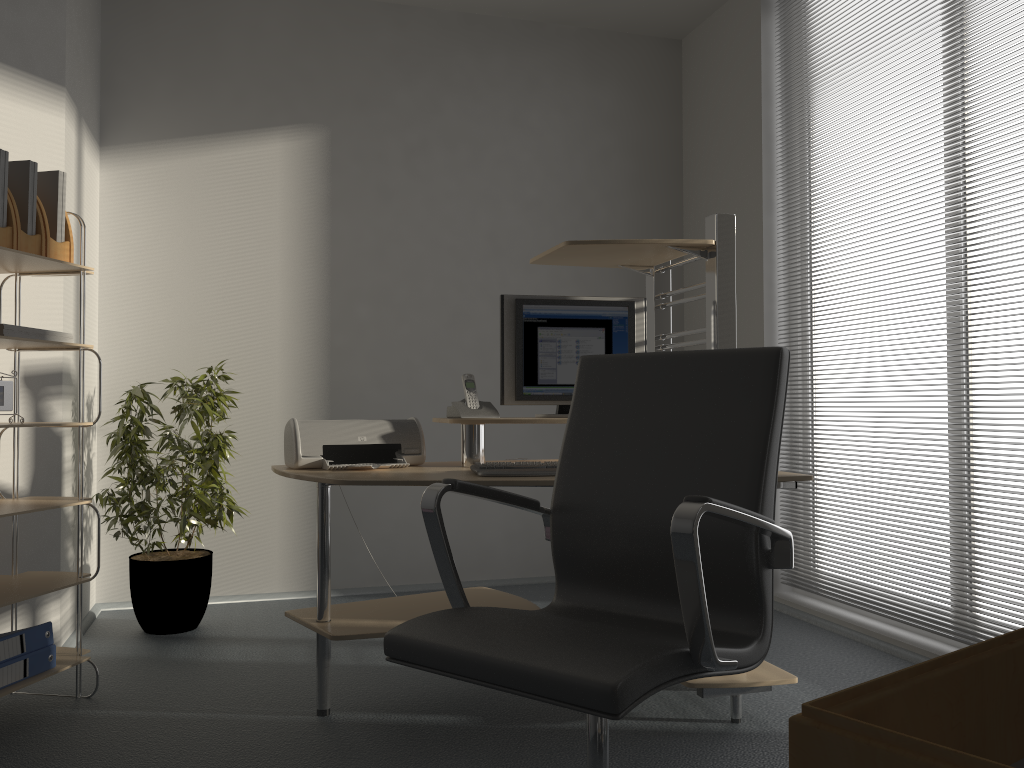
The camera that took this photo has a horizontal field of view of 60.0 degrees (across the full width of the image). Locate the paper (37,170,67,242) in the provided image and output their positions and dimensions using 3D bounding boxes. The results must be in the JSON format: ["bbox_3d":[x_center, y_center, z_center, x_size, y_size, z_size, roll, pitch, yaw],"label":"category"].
[{"bbox_3d":[-1.524,-0.523,2.824,0.213,0.297,0.045,-1,-1,14],"label":"paper"}]

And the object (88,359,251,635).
[{"bbox_3d":[-1.404,0.464,3.741,0.544,1.147,0.644,0,-1,12],"label":"object"}]

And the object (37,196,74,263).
[{"bbox_3d":[-1.527,-0.504,2.803,0.243,0.259,0.113,-1,-1,14],"label":"object"}]

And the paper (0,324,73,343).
[{"bbox_3d":[-1.533,-0.146,2.706,0.213,0.046,0.297,0,-1,11],"label":"paper"}]

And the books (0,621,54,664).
[{"bbox_3d":[-1.560,0.772,2.578,0.263,0.100,0.320,0,-1,12],"label":"books"}]

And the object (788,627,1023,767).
[{"bbox_3d":[0.258,0.115,0.187,0.225,0.060,0.309,1,-2,-37],"label":"object"}]

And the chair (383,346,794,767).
[{"bbox_3d":[0.166,0.448,1.658,0.584,1.048,0.652,-1,-2,39],"label":"chair"}]

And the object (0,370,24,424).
[{"bbox_3d":[-1.543,0.037,2.598,0.077,0.161,0.192,-1,-2,29],"label":"object"}]

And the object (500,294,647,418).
[{"bbox_3d":[0.214,-0.092,3.120,0.516,0.418,0.245,0,-1,-2],"label":"object"}]

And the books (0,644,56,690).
[{"bbox_3d":[-1.550,0.827,2.575,0.262,0.072,0.320,0,-1,12],"label":"books"}]

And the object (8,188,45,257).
[{"bbox_3d":[-1.556,-0.507,2.682,0.243,0.259,0.113,0,-1,11],"label":"object"}]

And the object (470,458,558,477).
[{"bbox_3d":[0.077,0.282,2.894,0.478,0.082,0.814,0,-1,-9],"label":"object"}]

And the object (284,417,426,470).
[{"bbox_3d":[-0.489,0.190,2.875,0.438,0.162,0.351,1,-2,-25],"label":"object"}]

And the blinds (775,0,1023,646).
[{"bbox_3d":[1.546,-0.467,3.253,0.037,2.749,1.950,0,-2,-16],"label":"blinds"}]

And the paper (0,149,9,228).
[{"bbox_3d":[-1.576,-0.529,2.581,0.213,0.297,0.045,0,-1,9],"label":"paper"}]

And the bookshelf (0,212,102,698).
[{"bbox_3d":[-1.563,0.218,2.606,0.381,1.572,0.724,0,-1,11],"label":"bookshelf"}]

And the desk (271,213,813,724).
[{"bbox_3d":[0.019,0.218,2.773,1.469,1.566,0.967,0,-2,-16],"label":"desk"}]

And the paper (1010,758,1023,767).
[{"bbox_3d":[0.259,0.132,0.186,0.210,0.010,0.297,1,-2,-37],"label":"paper"}]

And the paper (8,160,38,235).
[{"bbox_3d":[-1.554,-0.526,2.703,0.213,0.297,0.045,0,-1,11],"label":"paper"}]

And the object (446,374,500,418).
[{"bbox_3d":[-0.134,0.039,2.989,0.150,0.151,0.119,1,-2,-31],"label":"object"}]

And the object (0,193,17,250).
[{"bbox_3d":[-1.577,-0.510,2.560,0.243,0.259,0.113,0,-1,9],"label":"object"}]
